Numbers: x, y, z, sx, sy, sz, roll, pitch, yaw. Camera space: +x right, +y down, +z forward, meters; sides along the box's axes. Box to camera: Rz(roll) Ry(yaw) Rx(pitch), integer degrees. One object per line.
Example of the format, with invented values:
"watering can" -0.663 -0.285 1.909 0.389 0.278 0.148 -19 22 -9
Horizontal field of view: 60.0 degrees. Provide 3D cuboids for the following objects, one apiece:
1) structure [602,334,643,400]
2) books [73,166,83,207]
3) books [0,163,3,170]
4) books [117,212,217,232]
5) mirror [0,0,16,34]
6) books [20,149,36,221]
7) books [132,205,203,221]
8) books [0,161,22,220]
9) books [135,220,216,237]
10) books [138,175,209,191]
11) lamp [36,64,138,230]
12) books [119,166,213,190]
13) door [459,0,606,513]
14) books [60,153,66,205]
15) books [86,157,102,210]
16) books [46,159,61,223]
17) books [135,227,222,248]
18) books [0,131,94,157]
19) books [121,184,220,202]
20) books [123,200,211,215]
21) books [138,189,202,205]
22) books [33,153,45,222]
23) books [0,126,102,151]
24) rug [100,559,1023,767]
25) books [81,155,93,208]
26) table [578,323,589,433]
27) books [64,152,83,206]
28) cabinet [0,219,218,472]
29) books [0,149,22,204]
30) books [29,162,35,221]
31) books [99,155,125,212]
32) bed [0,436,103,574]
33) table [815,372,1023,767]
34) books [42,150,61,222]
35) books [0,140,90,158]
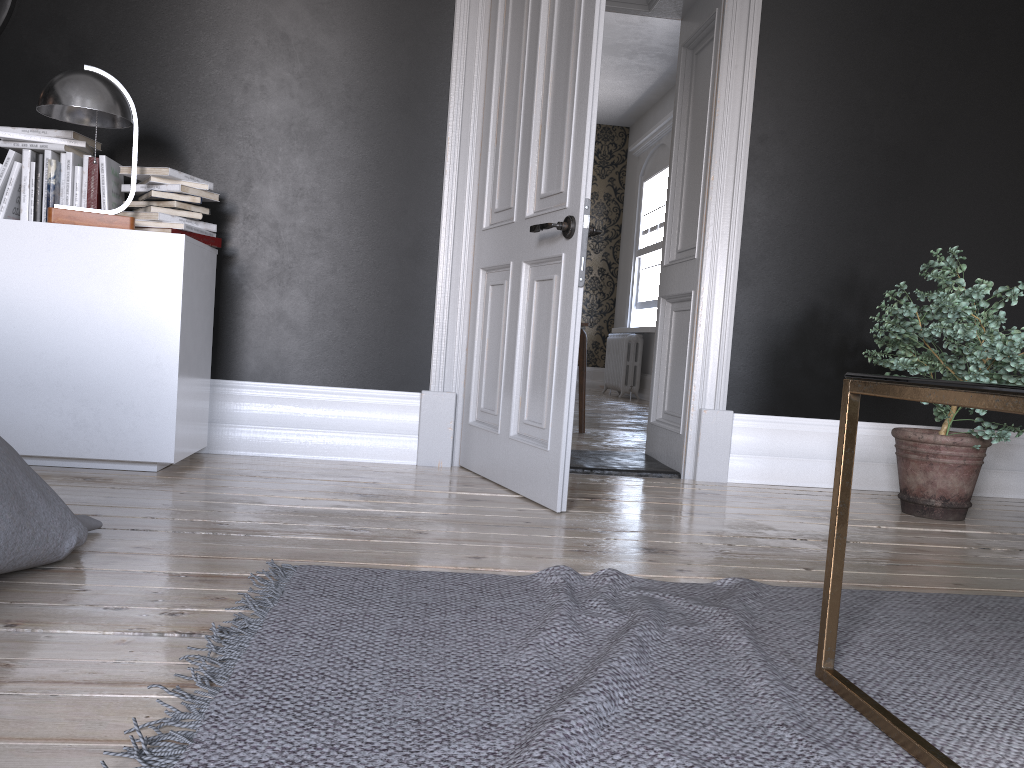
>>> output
"structure" 1.451 -0.235 11.643 0.276 0.849 1.139 4 3 -7
"books" -1.713 -0.726 3.560 0.026 0.259 0.195 4 3 -7
"books" -2.047 -0.741 3.519 0.132 0.245 0.195 4 3 -7
"books" -1.395 -0.654 3.585 0.229 0.031 0.318 5 3 23
"mirror" -2.504 -1.721 3.604 0.924 0.925 0.061 4 4 -7
"books" -1.908 -0.764 3.560 0.030 0.307 0.220 4 3 -7
"books" -1.397 -0.684 3.593 0.203 0.029 0.268 2 3 -37
"books" -1.967 -0.742 3.529 0.091 0.256 0.195 4 3 -7
"books" -1.369 -0.623 3.582 0.228 0.025 0.319 4 3 3
"books" -1.384 -0.801 3.609 0.220 0.024 0.307 3 3 -32
"lamp" -1.564 -0.869 3.266 0.341 0.591 0.328 2 4 -27
"books" -1.384 -0.826 3.567 0.220 0.030 0.306 5 3 13
"door" 0.074 -0.773 3.505 0.216 2.377 1.096 3 4 -20
"books" -1.769 -0.754 3.577 0.030 0.307 0.220 4 3 -7
"books" -1.649 -0.740 3.567 0.038 0.296 0.235 4 3 -7
"books" -1.788 -0.733 3.509 0.029 0.270 0.204 4 3 -7
"books" -1.364 -0.591 3.577 0.234 0.038 0.294 5 3 20
"books" -1.845 -0.952 3.526 0.307 0.024 0.220 3 3 -17
"books" -1.381 -0.773 3.591 0.306 0.030 0.220 5 3 23
"books" -1.402 -0.715 3.597 0.289 0.030 0.193 5 3 24
"books" -1.387 -0.743 3.587 0.193 0.030 0.289 3 3 -33
"books" -1.842 -0.749 3.517 0.030 0.290 0.192 4 3 -7
"books" -1.847 -0.982 3.551 0.306 0.030 0.220 4 3 3
"rug" 1.273 0.589 1.317 3.645 0.050 2.103 4 3 -6
"books" -1.686 -0.749 3.588 0.030 0.307 0.220 4 3 -7
"table" 0.004 -0.111 6.898 0.851 0.756 1.793 4 3 -7
"books" -1.739 -0.751 3.553 0.024 0.307 0.220 4 3 -7
"cabinet" -2.439 -0.199 3.381 2.396 0.883 0.569 4 3 -7
"books" -1.997 -0.764 3.522 0.126 0.296 0.220 4 3 -7
"books" -1.874 -0.737 3.540 0.026 0.259 0.195 4 3 -7
"books" -1.606 -0.742 3.570 0.050 0.308 0.220 4 3 -7
"bed" -2.231 -0.274 0.687 3.284 1.300 2.761 3 3 -18
"table" 1.357 0.334 1.156 1.449 0.559 1.091 4 3 -7
"books" -1.817 -0.757 3.544 0.024 0.307 0.220 4 3 -7
"books" -1.853 -0.928 3.528 0.258 0.026 0.195 4 3 3
